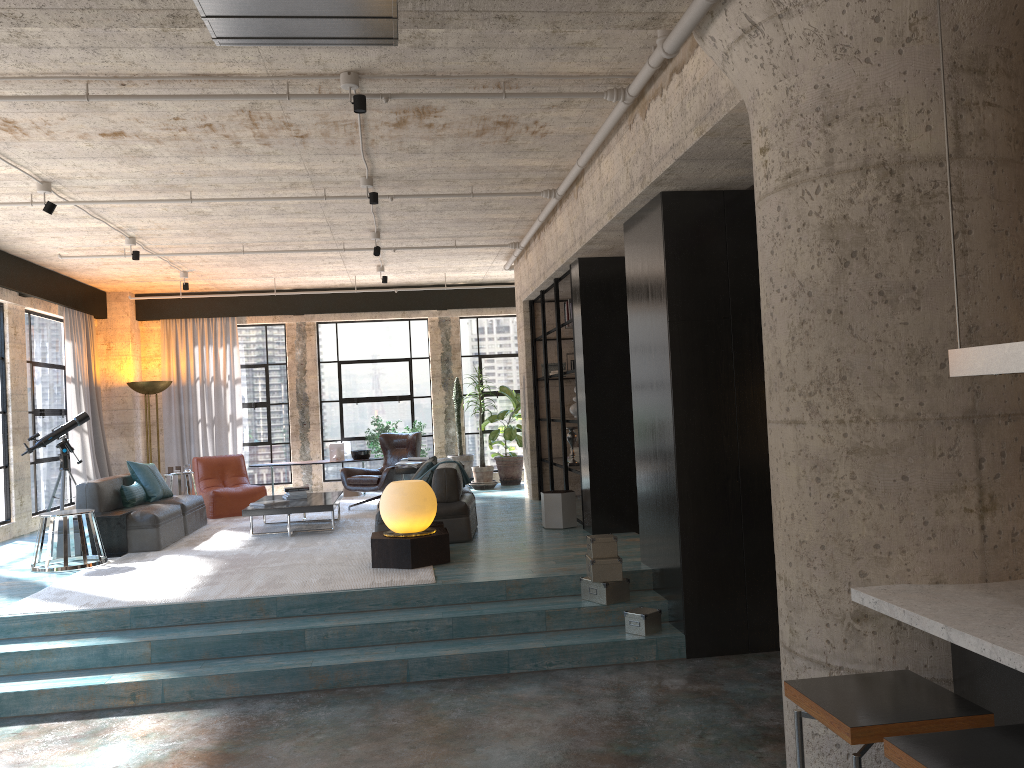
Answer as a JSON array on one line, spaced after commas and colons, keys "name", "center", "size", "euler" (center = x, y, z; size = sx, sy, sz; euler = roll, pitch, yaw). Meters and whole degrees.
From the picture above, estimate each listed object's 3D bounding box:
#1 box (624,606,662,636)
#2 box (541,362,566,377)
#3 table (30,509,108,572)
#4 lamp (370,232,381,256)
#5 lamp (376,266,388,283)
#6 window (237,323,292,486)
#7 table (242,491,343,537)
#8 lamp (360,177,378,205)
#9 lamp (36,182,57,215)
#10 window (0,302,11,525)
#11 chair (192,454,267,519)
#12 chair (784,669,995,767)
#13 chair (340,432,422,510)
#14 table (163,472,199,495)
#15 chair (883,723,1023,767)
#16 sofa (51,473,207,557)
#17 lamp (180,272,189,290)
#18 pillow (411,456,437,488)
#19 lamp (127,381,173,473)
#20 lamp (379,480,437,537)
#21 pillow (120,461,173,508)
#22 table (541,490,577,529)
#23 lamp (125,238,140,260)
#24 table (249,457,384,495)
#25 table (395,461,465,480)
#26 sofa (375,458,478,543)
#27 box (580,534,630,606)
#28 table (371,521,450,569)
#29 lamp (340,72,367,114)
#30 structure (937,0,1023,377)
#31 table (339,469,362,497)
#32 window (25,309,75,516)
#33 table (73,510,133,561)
[{"name": "box", "center": [0.861, 1.557, 5.824], "size": [0.187, 0.140, 0.172], "euler": [-1, -2, -45]}, {"name": "box", "center": [0.515, -0.172, 10.908], "size": [0.306, 0.157, 0.312], "euler": [-3, -1, 3]}, {"name": "table", "center": [-3.926, 1.369, 7.857], "size": [0.620, 0.472, 0.620], "euler": [-3, -1, -4]}, {"name": "lamp", "center": [-1.491, -1.535, 9.764], "size": [0.107, 0.252, 0.144], "euler": [-3, -2, 25]}, {"name": "lamp", "center": [-1.764, -1.480, 12.043], "size": [0.143, 0.223, 0.107], "euler": [-3, -1, 6]}, {"name": "window", "center": [-4.381, 0.347, 13.846], "size": [1.780, 2.530, 0.081], "euler": [-3, -1, -7]}, {"name": "table", "center": [-2.336, 1.414, 9.646], "size": [0.900, 0.309, 1.500], "euler": [-3, -1, -7]}, {"name": "lamp", "center": [-1.205, -1.625, 7.474], "size": [0.141, 0.215, 0.107], "euler": [-2, -2, -25]}, {"name": "lamp", "center": [-3.752, -1.489, 7.156], "size": [0.144, 0.252, 0.107], "euler": [-2, -2, -23]}, {"name": "window", "center": [-5.732, 0.302, 9.346], "size": [0.081, 2.530, 1.780], "euler": [-3, -1, -7]}, {"name": "chair", "center": [-3.687, 1.312, 11.527], "size": [0.801, 0.759, 0.920], "euler": [-2, -2, -37]}, {"name": "chair", "center": [1.191, 1.339, 2.807], "size": [0.450, 0.698, 0.450], "euler": [-3, -1, -7]}, {"name": "chair", "center": [-1.609, 1.109, 11.424], "size": [0.820, 0.940, 0.975], "euler": [-4, -2, 33]}, {"name": "table", "center": [-4.029, 1.381, 10.764], "size": [0.549, 0.603, 0.549], "euler": [-2, -2, -28]}, {"name": "chair", "center": [1.306, 1.320, 2.275], "size": [0.450, 0.698, 0.450], "euler": [-3, -1, -7]}, {"name": "sofa", "center": [-3.990, 1.304, 9.425], "size": [1.019, 0.680, 2.063], "euler": [-3, -1, -7]}, {"name": "lamp", "center": [-4.330, -1.361, 11.744], "size": [0.107, 0.223, 0.143], "euler": [-3, -1, 16]}, {"name": "pillow", "center": [-0.928, 0.946, 9.042], "size": [0.320, 0.393, 0.670], "euler": [-3, -1, -1]}, {"name": "lamp", "center": [-5.166, 0.881, 12.731], "size": [0.619, 1.822, 0.619], "euler": [-3, -1, -7]}, {"name": "lamp", "center": [-0.837, 0.996, 7.171], "size": [0.462, 0.417, 0.462], "euler": [-3, -2, 21]}, {"name": "pillow", "center": [-4.000, 1.053, 9.564], "size": [0.349, 0.466, 1.042], "euler": [-3, -1, 3]}, {"name": "table", "center": [0.465, 1.241, 8.806], "size": [0.365, 0.340, 0.316], "euler": [-3, -2, 23]}, {"name": "lamp", "center": [-4.041, -1.432, 9.436], "size": [0.107, 0.223, 0.143], "euler": [-4, -2, 27]}, {"name": "table", "center": [-2.877, 1.420, 13.214], "size": [2.004, 0.530, 0.715], "euler": [-3, -1, -9]}, {"name": "table", "center": [-0.982, 1.248, 10.594], "size": [0.800, 0.570, 0.800], "euler": [-3, -1, -7]}, {"name": "sofa", "center": [-0.861, 1.138, 8.968], "size": [1.019, 0.680, 2.063], "euler": [-3, -1, -7]}, {"name": "box", "center": [0.637, 1.275, 6.144], "size": [0.280, 0.441, 0.331], "euler": [-2, -1, -18]}, {"name": "table", "center": [-0.841, 1.324, 7.335], "size": [0.616, 0.230, 1.044], "euler": [-3, -1, -7]}, {"name": "lamp", "center": [-0.929, -1.695, 5.181], "size": [0.141, 0.215, 0.107], "euler": [-2, -2, -25]}, {"name": "structure", "center": [1.865, -1.124, 1.467], "size": [0.538, 2.100, 3.117], "euler": [-3, -1, -7]}, {"name": "table", "center": [-2.394, 1.461, 13.174], "size": [0.331, 0.394, 0.331], "euler": [-4, -2, 32]}, {"name": "window", "center": [-6.006, 0.371, 11.572], "size": [0.081, 2.530, 1.780], "euler": [-3, -1, -7]}, {"name": "table", "center": [-3.861, 1.426, 8.387], "size": [0.420, 0.390, 0.413], "euler": [-3, -1, -7]}]
